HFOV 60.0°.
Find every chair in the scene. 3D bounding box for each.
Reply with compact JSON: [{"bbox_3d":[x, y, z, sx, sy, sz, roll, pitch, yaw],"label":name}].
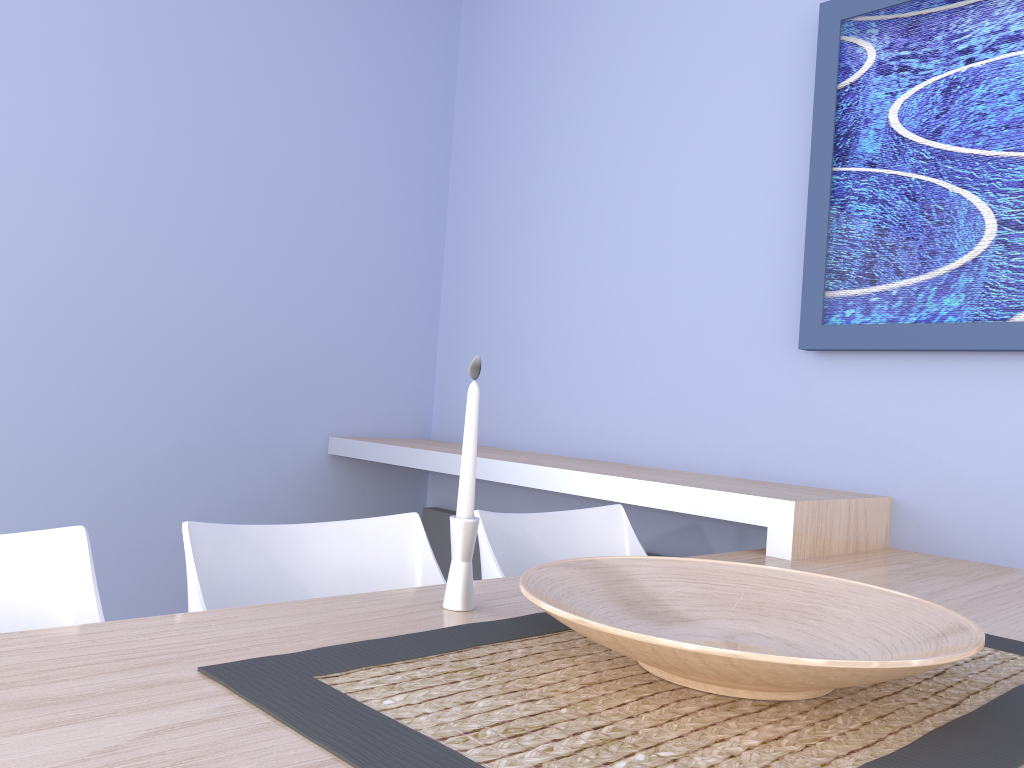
[{"bbox_3d":[-0.245,0.620,1.340,0.510,0.793,0.486,5,-2,-43],"label":"chair"},{"bbox_3d":[0.173,0.658,1.731,0.510,0.793,0.486,5,-2,-43],"label":"chair"},{"bbox_3d":[-0.664,0.582,0.949,0.510,0.793,0.486,5,-2,-43],"label":"chair"}]

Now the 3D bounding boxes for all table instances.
[{"bbox_3d":[0.296,0.688,1.065,2.340,0.718,1.002,5,-2,-43],"label":"table"}]

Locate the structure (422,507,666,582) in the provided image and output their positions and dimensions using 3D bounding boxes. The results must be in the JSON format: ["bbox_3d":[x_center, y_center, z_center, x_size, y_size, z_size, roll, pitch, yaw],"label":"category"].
[{"bbox_3d":[0.973,0.780,1.978,0.064,0.503,3.843,5,-2,-43],"label":"structure"}]

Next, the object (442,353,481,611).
[{"bbox_3d":[-0.061,0.131,1.216,0.045,0.349,0.045,4,-1,-1],"label":"object"}]

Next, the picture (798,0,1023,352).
[{"bbox_3d":[1.211,-0.518,1.851,0.049,0.901,1.252,5,-2,-43],"label":"picture"}]

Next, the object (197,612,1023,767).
[{"bbox_3d":[0.250,0.322,0.994,0.986,0.005,0.594,5,-2,-43],"label":"object"}]

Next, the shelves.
[{"bbox_3d":[0.802,0.681,1.906,0.463,0.840,3.901,5,-2,-43],"label":"shelves"}]

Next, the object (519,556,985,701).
[{"bbox_3d":[0.252,0.279,1.000,0.493,0.081,0.493,5,-1,-24],"label":"object"}]
